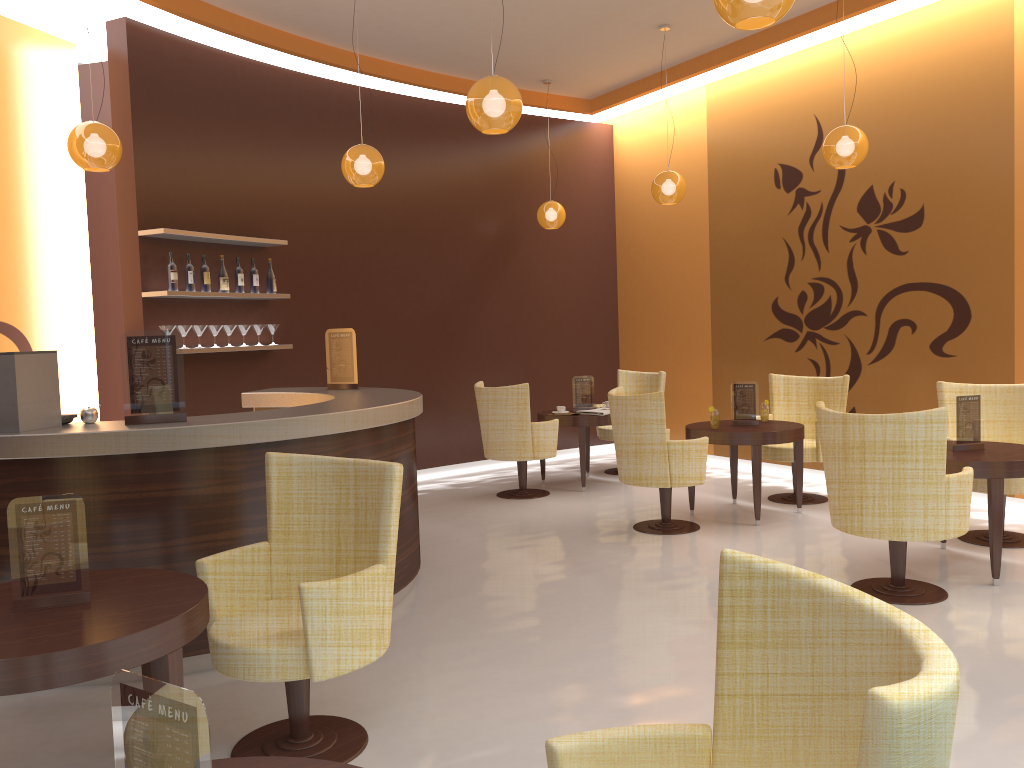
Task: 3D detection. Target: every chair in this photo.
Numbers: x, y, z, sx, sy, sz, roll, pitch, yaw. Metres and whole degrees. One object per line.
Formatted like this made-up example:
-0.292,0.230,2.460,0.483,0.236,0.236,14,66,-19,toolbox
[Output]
2.004,0.602,4.664,0.685,1.017,0.729,-4,4,-34,chair
3.162,0.497,5.762,0.729,1.017,0.685,0,4,27,chair
-0.739,0.785,3.180,0.729,1.017,0.685,1,4,37,chair
0.318,0.853,1.415,0.685,1.017,0.729,-2,3,0,chair
1.054,0.533,6.372,0.685,1.017,0.729,-3,4,-15,chair
2.369,0.434,7.277,0.685,1.017,0.729,-5,5,-43,chair
1.200,0.376,8.948,0.685,1.017,0.729,-4,4,-32,chair
0.045,0.481,7.850,0.685,1.017,0.729,-4,4,-34,chair

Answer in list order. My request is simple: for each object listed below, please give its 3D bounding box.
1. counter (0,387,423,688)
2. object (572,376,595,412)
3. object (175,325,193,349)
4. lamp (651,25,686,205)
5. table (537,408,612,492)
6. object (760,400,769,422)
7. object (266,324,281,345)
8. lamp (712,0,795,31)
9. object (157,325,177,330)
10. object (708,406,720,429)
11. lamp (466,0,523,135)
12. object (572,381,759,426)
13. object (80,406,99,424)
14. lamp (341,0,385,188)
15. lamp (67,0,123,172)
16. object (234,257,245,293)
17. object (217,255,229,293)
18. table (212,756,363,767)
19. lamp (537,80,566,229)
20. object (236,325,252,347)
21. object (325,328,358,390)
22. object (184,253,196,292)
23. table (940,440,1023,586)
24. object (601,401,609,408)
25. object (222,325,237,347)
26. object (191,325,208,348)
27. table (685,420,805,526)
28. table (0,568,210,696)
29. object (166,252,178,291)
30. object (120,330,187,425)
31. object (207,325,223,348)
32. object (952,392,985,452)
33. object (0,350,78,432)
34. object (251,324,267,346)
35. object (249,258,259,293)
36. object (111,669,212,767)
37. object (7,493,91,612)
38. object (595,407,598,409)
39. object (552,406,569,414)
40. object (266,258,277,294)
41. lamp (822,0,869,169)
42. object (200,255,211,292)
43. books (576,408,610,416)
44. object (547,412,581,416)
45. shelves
-1.313,0.657,4.978,1.586,1.100,2.917,-1,3,14,counter
0.675,0.090,8.358,0.209,0.335,0.042,-2,3,-8,object
-2.468,-0.352,6.665,0.137,0.174,0.137,-1,4,23,object
1.327,-2.296,7.591,0.299,1.500,0.299,-1,3,11,lamp
0.686,0.599,8.338,0.872,0.679,0.874,-2,3,5,table
1.978,0.211,6.944,0.067,0.171,0.072,-1,4,16,object
-2.014,-0.414,7.464,0.137,0.174,0.137,0,4,34,object
0.828,-2.011,3.066,0.299,1.500,0.299,-3,4,-21,lamp
-2.536,-0.341,6.526,0.137,0.174,0.137,-1,4,23,object
1.504,0.249,6.579,0.067,0.171,0.072,1,4,41,object
-0.115,-2.069,4.599,0.299,1.500,0.299,1,4,36,lamp
1.250,0.119,7.544,0.187,0.335,2.090,-4,4,-35,object
-1.946,0.142,4.082,0.075,0.077,0.075,0,4,27,object
-1.057,-2.127,6.131,0.299,1.500,0.299,-3,3,-13,lamp
-2.504,-2.024,5.245,0.299,1.500,0.299,-3,3,-13,lamp
-2.200,-0.872,7.146,0.073,0.297,0.073,-2,3,6,object
-2.287,-0.866,7.012,0.086,0.303,0.086,1,5,42,object
-0.466,1.060,1.241,0.872,0.679,0.874,-1,4,15,table
0.384,-2.354,9.123,0.299,1.500,0.299,-4,4,-31,lamp
-2.177,-0.392,7.199,0.137,0.174,0.137,0,4,34,object
-1.159,-0.170,6.027,0.258,0.414,0.052,0,4,27,object
-2.439,-0.838,6.706,0.073,0.297,0.073,-2,3,6,object
2.645,0.720,5.152,0.872,0.679,0.874,-2,3,5,table
0.932,0.201,8.508,0.153,0.069,0.153,1,5,42,object
-2.256,-0.382,7.067,0.137,0.174,0.137,0,4,34,object
-2.399,-0.363,6.804,0.137,0.174,0.137,0,4,34,object
1.775,0.655,6.765,0.872,0.679,0.874,-2,3,0,table
-1.356,1.006,2.671,0.872,0.679,0.874,-1,4,15,table
-2.512,-0.826,6.552,0.073,0.297,0.073,-2,3,6,object
-1.598,-0.031,3.953,0.258,0.414,0.052,-3,4,-18,object
-2.324,-0.372,6.938,0.137,0.174,0.137,0,4,34,object
2.633,0.215,5.114,0.209,0.335,0.042,-3,3,-13,object
-2.179,0.025,3.959,0.270,0.340,0.373,-1,3,14,object
-2.094,-0.403,7.332,0.137,0.174,0.137,-2,3,-7,object
-2.118,-0.883,7.281,0.073,0.297,0.073,-2,3,6,object
-0.461,0.556,1.174,0.209,0.335,0.042,0,4,33,object
-1.385,0.500,2.653,0.209,0.335,0.042,-3,4,-18,object
0.951,0.229,8.513,0.239,0.021,0.464,-4,4,-35,object
0.447,0.240,8.126,0.153,0.069,0.153,-2,3,-5,object
-2.023,-0.900,7.429,0.086,0.303,0.086,-3,4,-17,object
2.269,-2.238,6.058,0.299,1.500,0.299,-2,3,-6,lamp
-2.371,-0.848,6.846,0.073,0.297,0.073,-4,4,-34,object
0.819,0.251,8.101,0.367,0.035,0.345,-5,5,-41,books
0.434,0.270,8.116,0.239,0.021,0.464,-3,4,-18,object
-2.758,-0.592,5.313,0.586,0.902,4.744,-1,4,16,shelves
